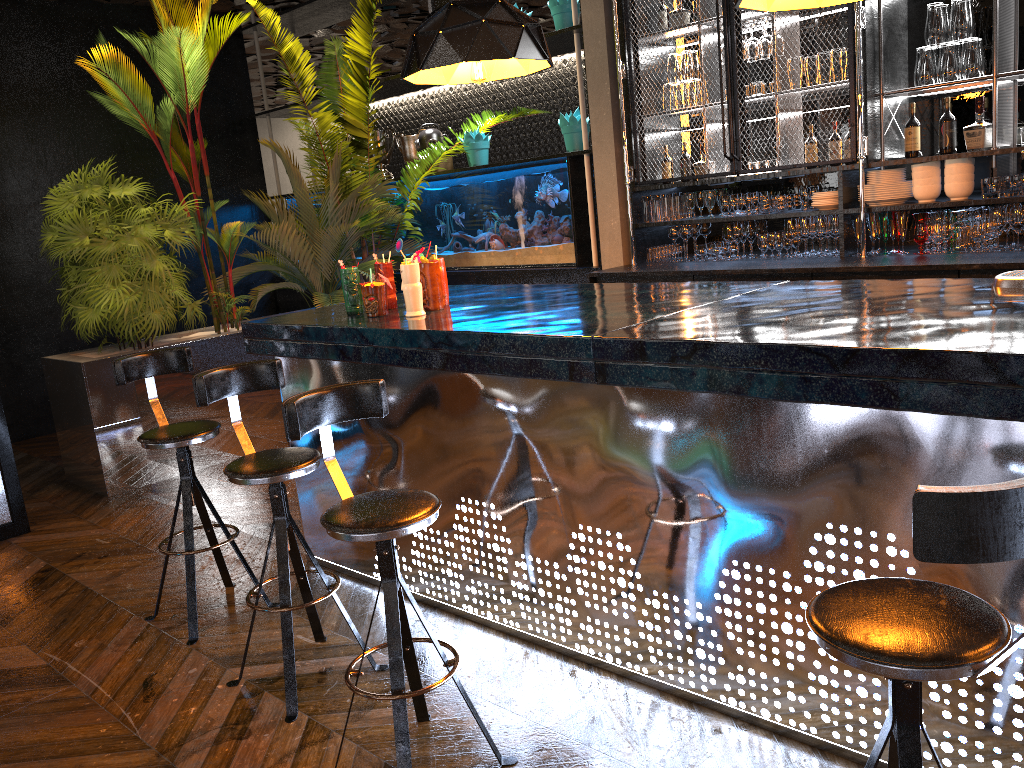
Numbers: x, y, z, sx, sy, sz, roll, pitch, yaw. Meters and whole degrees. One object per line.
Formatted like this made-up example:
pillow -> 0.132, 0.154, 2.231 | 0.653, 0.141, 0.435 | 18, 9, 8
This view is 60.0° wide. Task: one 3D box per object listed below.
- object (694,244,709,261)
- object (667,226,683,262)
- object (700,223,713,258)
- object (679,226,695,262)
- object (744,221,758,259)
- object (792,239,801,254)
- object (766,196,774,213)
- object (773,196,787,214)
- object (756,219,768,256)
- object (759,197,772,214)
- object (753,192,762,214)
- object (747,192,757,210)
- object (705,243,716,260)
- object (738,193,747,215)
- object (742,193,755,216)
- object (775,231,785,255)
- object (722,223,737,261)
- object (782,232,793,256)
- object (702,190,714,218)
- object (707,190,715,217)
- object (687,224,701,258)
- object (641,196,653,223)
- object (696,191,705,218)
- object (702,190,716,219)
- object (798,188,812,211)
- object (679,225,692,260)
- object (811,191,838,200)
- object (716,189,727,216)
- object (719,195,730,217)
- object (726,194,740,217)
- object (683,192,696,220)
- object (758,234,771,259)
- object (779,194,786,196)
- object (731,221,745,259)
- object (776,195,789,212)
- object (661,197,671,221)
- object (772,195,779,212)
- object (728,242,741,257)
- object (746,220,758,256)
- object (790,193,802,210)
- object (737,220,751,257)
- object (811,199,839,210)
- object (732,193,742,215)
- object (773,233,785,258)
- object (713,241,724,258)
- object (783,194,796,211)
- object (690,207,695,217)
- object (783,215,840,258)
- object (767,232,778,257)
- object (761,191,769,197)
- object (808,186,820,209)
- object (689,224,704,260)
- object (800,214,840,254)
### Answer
object -> 1.229, -0.849, 5.739 | 0.093, 0.101, 0.093 | -3, 12, 13
object -> 1.078, -0.925, 5.871 | 0.091, 0.227, 0.091 | -4, 12, 7
object -> 1.300, -0.965, 5.953 | 0.091, 0.227, 0.091 | -4, 12, 8
object -> 1.144, -0.918, 5.805 | 0.091, 0.227, 0.091 | -11, 12, -22
object -> 1.500, -0.905, 5.558 | 0.088, 0.229, 0.077 | 5, 16, 43
object -> 1.774, -0.890, 5.551 | 0.065, 0.146, 0.074 | -11, 13, -22
object -> 1.572, -1.098, 5.436 | 0.078, 0.103, 0.078 | -6, 12, -2
object -> 1.598, -1.068, 5.288 | 0.078, 0.099, 0.078 | -3, 12, 12
object -> 1.587, -0.931, 5.641 | 0.077, 0.229, 0.088 | -17, 16, -43
object -> 1.531, -1.078, 5.361 | 0.078, 0.103, 0.078 | -6, 12, -2
object -> 1.514, -1.118, 5.491 | 0.074, 0.131, 0.074 | -13, 14, -31
object -> 1.547, -1.164, 5.693 | 0.081, 0.132, 0.081 | -2, 12, 17
object -> 1.301, -0.872, 5.812 | 0.093, 0.101, 0.093 | -5, 12, 6
object -> 1.456, -1.137, 5.606 | 0.081, 0.132, 0.081 | -2, 12, 17
object -> 1.452, -1.099, 5.432 | 0.074, 0.131, 0.074 | -13, 14, -31
object -> 1.692, -0.894, 5.612 | 0.074, 0.146, 0.065 | -9, 12, -15
object -> 1.367, -0.893, 5.568 | 0.077, 0.229, 0.088 | -13, 14, -31
object -> 1.700, -0.868, 5.483 | 0.074, 0.146, 0.065 | -11, 12, -22
object -> 1.269, -1.157, 5.703 | 0.087, 0.170, 0.087 | -5, 12, 6
object -> 1.313, -1.196, 5.874 | 0.087, 0.170, 0.087 | -5, 12, 6
object -> 1.241, -0.977, 6.043 | 0.091, 0.227, 0.091 | -16, 15, -40
object -> 0.907, -1.177, 5.970 | 0.067, 0.174, 0.067 | -15, 14, -36
object -> 1.231, -1.171, 5.792 | 0.087, 0.170, 0.087 | -5, 12, 6
object -> 1.251, -1.133, 5.598 | 0.087, 0.170, 0.087 | -5, 12, 6
object -> 1.742, -1.096, 5.269 | 0.074, 0.131, 0.074 | -13, 14, -31
object -> 1.154, -0.948, 5.945 | 0.091, 0.227, 0.091 | -7, 12, -5
object -> 1.845, -1.087, 5.140 | 0.209, 0.060, 0.211 | -6, 12, -1
object -> 1.369, -1.188, 5.804 | 0.087, 0.170, 0.087 | -5, 12, 6
object -> 1.352, -1.128, 5.614 | 0.081, 0.132, 0.081 | -2, 12, 17
object -> 1.376, -1.111, 5.521 | 0.081, 0.132, 0.081 | -2, 12, 17
object -> 1.150, -1.146, 5.710 | 0.087, 0.170, 0.087 | -5, 12, 6
object -> 1.555, -0.850, 5.471 | 0.074, 0.146, 0.065 | -1, 12, 21
object -> 1.692, -1.136, 5.560 | 0.078, 0.103, 0.078 | -6, 12, -2
object -> 1.431, -0.913, 5.631 | 0.088, 0.229, 0.077 | -5, 12, 5
object -> 1.637, -1.090, 5.373 | 0.078, 0.099, 0.078 | -3, 12, 12
object -> 1.019, -1.154, 5.855 | 0.058, 0.152, 0.051 | -16, 15, -39
object -> 1.634, -1.118, 5.500 | 0.078, 0.103, 0.078 | -6, 12, -2
object -> 1.449, -0.886, 5.808 | 0.093, 0.101, 0.093 | -13, 13, -30
object -> 1.549, -0.950, 5.753 | 0.077, 0.229, 0.088 | -2, 12, 19
object -> 1.762, -1.127, 5.493 | 0.078, 0.099, 0.078 | -3, 12, 12
object -> 1.484, -0.930, 5.690 | 0.088, 0.229, 0.077 | -12, 13, -29
object -> 1.849, -1.047, 5.149 | 0.211, 0.060, 0.209 | -5, 12, 4
object -> 1.452, -1.159, 5.716 | 0.081, 0.132, 0.081 | -2, 12, 17
object -> 1.627, -0.845, 5.408 | 0.074, 0.146, 0.065 | 3, 15, 38
object -> 1.375, -0.894, 5.883 | 0.093, 0.101, 0.093 | 1, 14, 31
object -> 1.701, -1.110, 5.437 | 0.078, 0.099, 0.078 | -3, 12, 12
object -> 1.222, -1.218, 6.061 | 0.051, 0.152, 0.058 | -5, 12, 6
object -> 1.816, -0.877, 5.272 | 0.376, 0.227, 0.186 | 5, 16, 42
object -> 1.626, -0.873, 5.544 | 0.074, 0.146, 0.065 | -13, 14, -32
object -> 1.573, -1.136, 5.551 | 0.074, 0.131, 0.074 | -13, 14, -31
object -> 1.843, -1.136, 5.412 | 0.074, 0.131, 0.074 | -13, 14, -31
object -> 1.217, -0.940, 5.875 | 0.091, 0.227, 0.091 | -4, 12, 8
object -> 1.951, -0.919, 5.407 | 0.376, 0.227, 0.186 | 5, 16, 42
